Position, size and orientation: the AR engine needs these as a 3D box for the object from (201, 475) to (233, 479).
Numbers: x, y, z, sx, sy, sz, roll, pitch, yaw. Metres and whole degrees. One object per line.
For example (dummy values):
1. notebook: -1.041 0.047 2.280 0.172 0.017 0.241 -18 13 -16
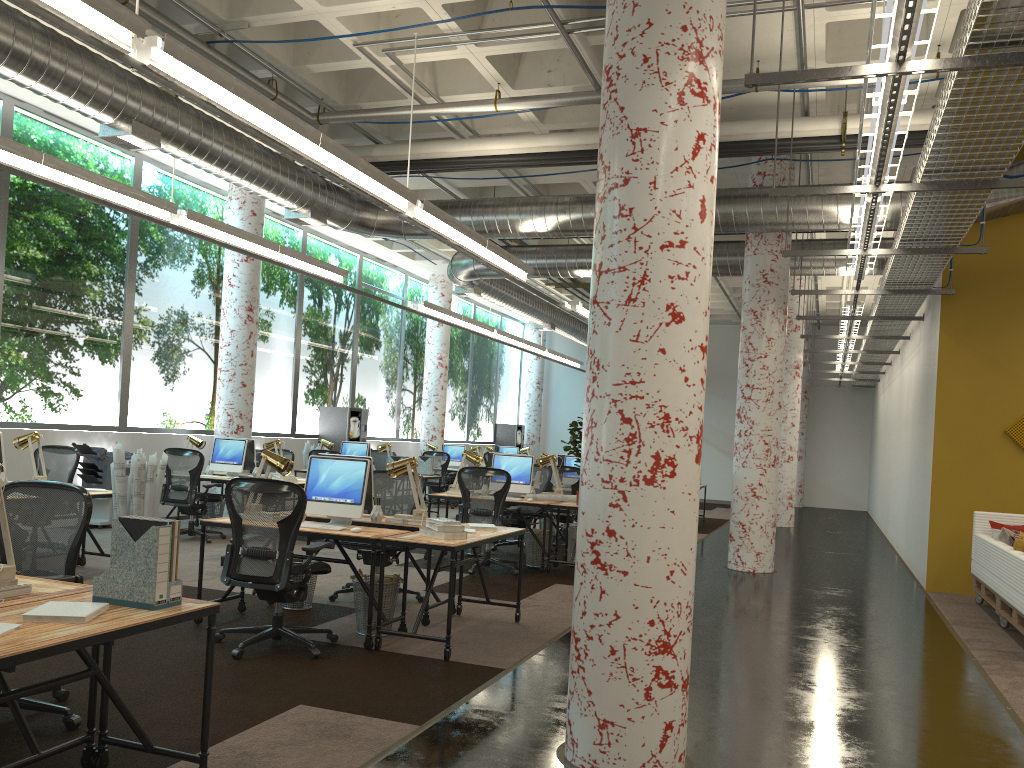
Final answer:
1. object: -3.657 1.142 10.912 0.438 0.017 0.119 2 -4 20

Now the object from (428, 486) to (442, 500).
1. object: -1.601 2.239 18.465 0.358 0.434 0.354 3 -2 16

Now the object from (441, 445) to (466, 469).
1. object: -1.168 1.472 17.814 0.483 0.485 0.190 3 -1 20

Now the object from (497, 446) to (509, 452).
1. object: -0.151 1.753 21.460 0.483 0.485 0.190 3 -1 20

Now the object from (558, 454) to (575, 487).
1. object: 0.918 1.320 13.409 0.483 0.485 0.190 3 -1 20

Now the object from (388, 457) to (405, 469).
1. object: -1.765 1.268 13.546 0.280 0.302 0.150 3 -1 20

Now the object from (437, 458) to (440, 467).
1. object: -1.473 1.604 17.983 0.101 0.209 0.101 4 -1 -25

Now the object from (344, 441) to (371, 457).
1. object: -2.570 1.199 14.644 0.483 0.485 0.190 3 -1 20

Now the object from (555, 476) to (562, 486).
1. object: 0.682 1.419 12.992 0.101 0.209 0.101 4 -1 -25

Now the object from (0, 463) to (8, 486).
1. object: -4.590 0.813 7.964 0.101 0.209 0.101 4 -1 -25

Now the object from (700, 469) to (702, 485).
1. object: 3.485 1.776 16.980 0.280 0.302 0.150 3 -1 20

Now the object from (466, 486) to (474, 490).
1. object: -0.858 2.254 17.809 0.235 0.403 0.120 3 -1 20

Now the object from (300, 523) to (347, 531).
1. object: -1.349 0.975 6.065 0.438 0.017 0.119 2 -4 20

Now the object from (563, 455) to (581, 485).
1. object: 0.988 1.288 12.823 0.483 0.485 0.190 3 -1 20

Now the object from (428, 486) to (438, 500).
1. object: -1.633 2.246 18.392 0.235 0.403 0.120 3 -1 20

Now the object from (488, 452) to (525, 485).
1. object: -0.065 1.060 10.435 0.483 0.485 0.190 3 -1 20

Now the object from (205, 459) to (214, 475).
1. object: -3.851 1.058 11.284 0.101 0.209 0.101 4 -1 -25

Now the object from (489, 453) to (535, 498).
1. object: 0.005 1.028 9.849 0.483 0.485 0.190 3 -1 20

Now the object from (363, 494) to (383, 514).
1. object: -2.221 1.929 13.981 0.358 0.434 0.354 3 -2 16

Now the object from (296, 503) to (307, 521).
1. object: -1.543 0.891 6.437 0.101 0.209 0.101 4 -1 -25

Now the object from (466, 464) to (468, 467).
1. object: -0.947 1.648 18.228 0.101 0.209 0.101 4 -1 -25

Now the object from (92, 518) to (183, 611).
1. object: -1.378 0.660 3.276 0.280 0.302 0.150 3 -1 20

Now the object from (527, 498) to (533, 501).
1. object: 0.200 1.246 9.530 0.059 0.029 0.106 2 -3 21

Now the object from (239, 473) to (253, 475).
1. object: -3.529 1.209 11.900 0.438 0.017 0.119 2 -4 20

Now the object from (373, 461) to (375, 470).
1. object: -2.280 1.343 14.473 0.101 0.209 0.101 4 -1 -25

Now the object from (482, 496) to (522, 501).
1. object: -0.107 1.243 9.647 0.438 0.017 0.119 2 -4 20

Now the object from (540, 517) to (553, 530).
1. object: 0.522 2.062 13.402 0.235 0.403 0.120 3 -1 20

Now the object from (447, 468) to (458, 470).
1. object: -1.279 1.687 17.611 0.438 0.017 0.119 2 -4 20

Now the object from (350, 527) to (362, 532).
1. object: -1.043 0.978 5.949 0.059 0.029 0.106 2 -3 21

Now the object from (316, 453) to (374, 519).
1. object: -1.307 0.792 6.854 0.483 0.485 0.190 3 -1 20

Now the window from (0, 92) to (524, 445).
1. window: -4.127 -0.999 14.742 0.050 3.758 26.264 3 -3 20

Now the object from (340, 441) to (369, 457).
1. object: -2.799 1.518 14.157 1.077 1.208 0.191 3 -1 20

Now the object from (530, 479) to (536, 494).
1. object: 0.225 1.204 10.264 0.101 0.209 0.101 4 -1 -25

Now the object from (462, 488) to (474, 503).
1. object: -1.622 2.112 16.399 0.366 0.436 3.418 2 -3 29

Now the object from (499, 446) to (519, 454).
1. object: -0.082 1.721 20.874 0.483 0.485 0.190 3 -1 20

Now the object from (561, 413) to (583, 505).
1. object: 0.761 0.744 9.349 0.513 1.077 0.439 3 -1 10

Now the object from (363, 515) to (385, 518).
1. object: -1.222 1.042 7.053 0.438 0.017 0.119 2 -4 20

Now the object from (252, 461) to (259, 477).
1. object: -3.325 1.103 11.530 0.101 0.209 0.101 4 -1 -25

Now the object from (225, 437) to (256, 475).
1. object: -3.615 0.959 11.701 0.483 0.485 0.190 3 -1 20

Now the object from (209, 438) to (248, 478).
1. object: -3.545 0.927 11.115 0.483 0.485 0.190 3 -1 20

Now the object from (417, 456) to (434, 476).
1. object: -1.426 1.346 14.499 0.280 0.302 0.150 3 -1 20

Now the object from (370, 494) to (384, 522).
1. object: -1.017 0.936 6.683 0.101 0.209 0.101 4 -1 -25

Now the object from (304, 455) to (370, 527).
1. object: -1.238 0.760 6.268 0.483 0.485 0.190 3 -1 20

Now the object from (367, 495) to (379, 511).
1. object: -2.190 1.948 14.053 0.235 0.403 0.120 3 -1 20

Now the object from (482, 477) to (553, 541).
1. object: 0.038 1.535 9.921 0.847 0.932 0.105 3 -1 15

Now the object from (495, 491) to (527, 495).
1. object: 0.020 1.310 10.634 0.438 0.017 0.119 2 -4 20

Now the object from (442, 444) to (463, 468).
1. object: -1.237 1.504 18.399 0.483 0.485 0.190 3 -1 20

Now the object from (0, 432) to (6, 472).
1. object: -4.880 0.669 8.135 0.483 0.485 0.190 3 -1 20
